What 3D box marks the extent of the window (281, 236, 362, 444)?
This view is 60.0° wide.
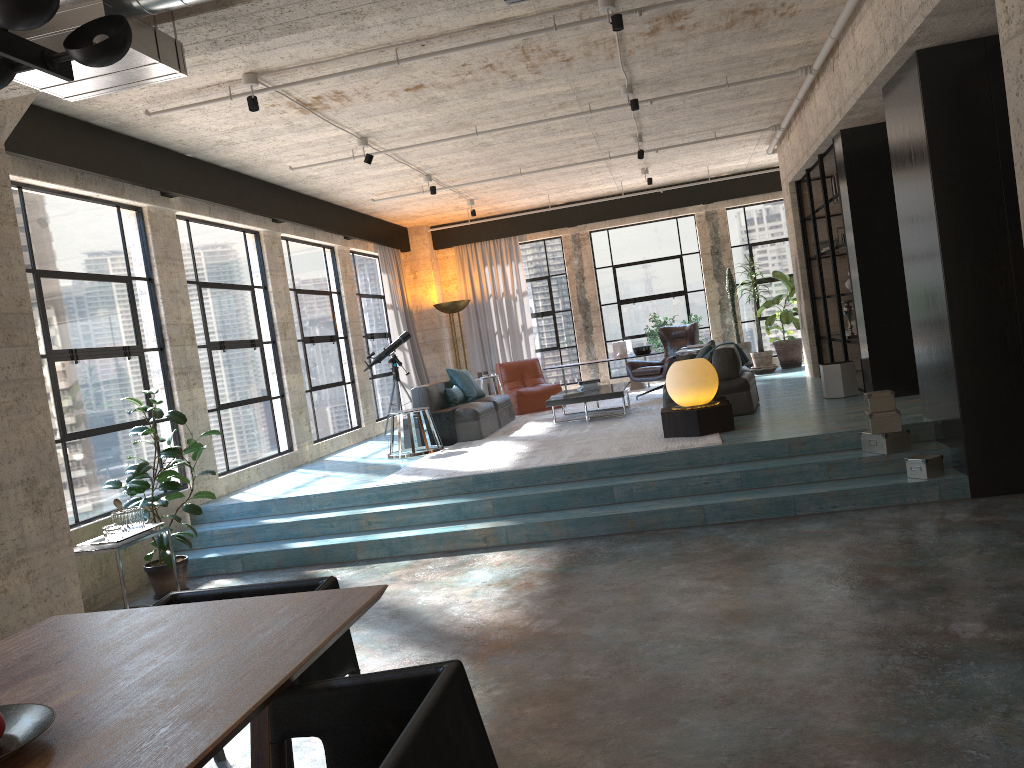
[{"bbox_3d":[-2.457,-0.578,11.449,0.081,2.530,1.780,-8,3,11],"label":"window"}]

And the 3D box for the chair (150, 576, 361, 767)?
[{"bbox_3d":[-0.981,1.139,3.162,0.707,0.738,0.754,-8,3,11],"label":"chair"}]

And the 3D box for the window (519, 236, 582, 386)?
[{"bbox_3d":[0.168,-1.147,15.304,1.780,2.530,0.081,-8,3,11],"label":"window"}]

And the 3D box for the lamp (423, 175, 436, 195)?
[{"bbox_3d":[-1.009,-2.433,10.867,0.107,0.223,0.143,-6,4,45],"label":"lamp"}]

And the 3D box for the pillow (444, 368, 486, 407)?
[{"bbox_3d":[-0.669,0.012,11.190,0.349,0.466,1.042,-7,3,21],"label":"pillow"}]

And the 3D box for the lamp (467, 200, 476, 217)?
[{"bbox_3d":[-0.589,-2.604,13.149,0.107,0.223,0.143,-7,3,34],"label":"lamp"}]

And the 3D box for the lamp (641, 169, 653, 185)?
[{"bbox_3d":[1.922,-2.947,12.636,0.143,0.223,0.107,-7,3,24],"label":"lamp"}]

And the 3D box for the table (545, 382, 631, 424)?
[{"bbox_3d":[0.972,0.236,10.788,0.900,0.309,1.500,-8,3,11],"label":"table"}]

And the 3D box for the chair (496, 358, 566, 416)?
[{"bbox_3d":[0.238,0.022,12.977,0.801,0.759,0.920,-9,3,-19],"label":"chair"}]

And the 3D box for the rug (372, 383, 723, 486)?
[{"bbox_3d":[0.938,0.379,11.099,2.954,0.032,7.768,-8,3,11],"label":"rug"}]

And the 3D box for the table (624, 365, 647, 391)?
[{"bbox_3d":[1.971,-0.115,14.154,0.331,0.394,0.331,-11,4,-40],"label":"table"}]

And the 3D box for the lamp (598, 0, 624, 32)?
[{"bbox_3d":[0.651,-2.439,5.856,0.141,0.215,0.107,-9,3,-7],"label":"lamp"}]

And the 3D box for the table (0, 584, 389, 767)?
[{"bbox_3d":[-1.212,1.222,1.950,1.299,0.756,2.410,-8,3,11],"label":"table"}]

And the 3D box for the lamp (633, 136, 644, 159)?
[{"bbox_3d":[1.498,-2.762,10.387,0.107,0.252,0.144,-6,4,43],"label":"lamp"}]

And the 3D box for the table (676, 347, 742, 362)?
[{"bbox_3d":[2.521,-0.137,11.256,0.800,0.570,0.800,-8,3,11],"label":"table"}]

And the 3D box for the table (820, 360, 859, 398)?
[{"bbox_3d":[3.362,-0.048,9.118,0.365,0.340,0.316,-6,4,41],"label":"table"}]

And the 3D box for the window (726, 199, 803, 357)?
[{"bbox_3d":[4.533,-1.746,14.447,1.780,2.530,0.081,-8,3,11],"label":"window"}]

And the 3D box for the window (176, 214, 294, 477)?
[{"bbox_3d":[-2.867,-0.412,9.248,0.081,2.530,1.780,-8,3,11],"label":"window"}]

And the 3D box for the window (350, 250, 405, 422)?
[{"bbox_3d":[-2.048,-0.743,13.649,0.081,2.530,1.780,-8,3,11],"label":"window"}]

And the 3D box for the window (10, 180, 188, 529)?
[{"bbox_3d":[-3.276,-0.247,7.048,0.081,2.530,1.780,-8,3,11],"label":"window"}]

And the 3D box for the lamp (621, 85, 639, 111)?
[{"bbox_3d":[1.078,-2.611,8.121,0.141,0.215,0.107,-9,3,-7],"label":"lamp"}]

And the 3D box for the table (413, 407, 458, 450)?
[{"bbox_3d":[-0.848,0.505,10.064,0.420,0.390,0.413,-8,3,11],"label":"table"}]

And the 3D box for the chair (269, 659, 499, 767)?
[{"bbox_3d":[-0.367,1.107,1.953,0.754,0.738,0.707,-8,3,11],"label":"chair"}]

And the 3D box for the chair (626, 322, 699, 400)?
[{"bbox_3d":[2.158,-0.323,12.224,0.975,0.940,0.820,-11,3,-39],"label":"chair"}]

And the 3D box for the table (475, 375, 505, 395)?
[{"bbox_3d":[-0.305,0.202,12.364,0.549,0.603,0.549,-9,3,-10],"label":"table"}]

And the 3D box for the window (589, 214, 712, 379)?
[{"bbox_3d":[2.350,-1.447,14.876,1.780,2.530,0.081,-8,3,11],"label":"window"}]

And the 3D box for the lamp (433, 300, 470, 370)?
[{"bbox_3d":[-0.853,-0.432,14.534,0.619,1.822,0.619,-8,3,11],"label":"lamp"}]

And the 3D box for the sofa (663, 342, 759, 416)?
[{"bbox_3d":[2.141,-0.069,9.669,1.019,0.680,2.063,-8,3,11],"label":"sofa"}]

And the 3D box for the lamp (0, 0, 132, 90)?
[{"bbox_3d":[-1.621,-1.496,1.828,0.583,1.327,1.813,-8,3,11],"label":"lamp"}]

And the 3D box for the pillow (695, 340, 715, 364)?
[{"bbox_3d":[2.079,-0.263,9.743,0.320,0.393,0.670,-7,3,17],"label":"pillow"}]

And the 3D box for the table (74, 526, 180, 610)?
[{"bbox_3d":[-2.653,1.334,6.031,0.450,0.563,0.600,-8,3,11],"label":"table"}]

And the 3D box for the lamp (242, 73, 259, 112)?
[{"bbox_3d":[-1.859,-2.085,6.360,0.107,0.236,0.145,-9,3,-6],"label":"lamp"}]

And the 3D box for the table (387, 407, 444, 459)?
[{"bbox_3d":[-1.074,0.514,9.576,0.620,0.472,0.620,-8,3,14],"label":"table"}]

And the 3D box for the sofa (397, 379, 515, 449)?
[{"bbox_3d":[-0.674,0.276,11.076,1.019,0.680,2.063,-8,3,11],"label":"sofa"}]

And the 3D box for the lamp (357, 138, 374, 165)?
[{"bbox_3d":[-1.419,-2.250,8.612,0.144,0.252,0.107,-9,3,-5],"label":"lamp"}]

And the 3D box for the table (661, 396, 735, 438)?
[{"bbox_3d":[1.694,0.299,8.130,0.616,0.230,1.044,-8,3,11],"label":"table"}]

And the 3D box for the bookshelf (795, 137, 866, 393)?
[{"bbox_3d":[3.894,-1.289,10.080,0.628,2.571,2.900,-8,3,11],"label":"bookshelf"}]

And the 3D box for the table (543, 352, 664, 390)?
[{"bbox_3d":[1.520,-0.125,14.337,2.004,0.530,0.715,-8,3,9],"label":"table"}]
